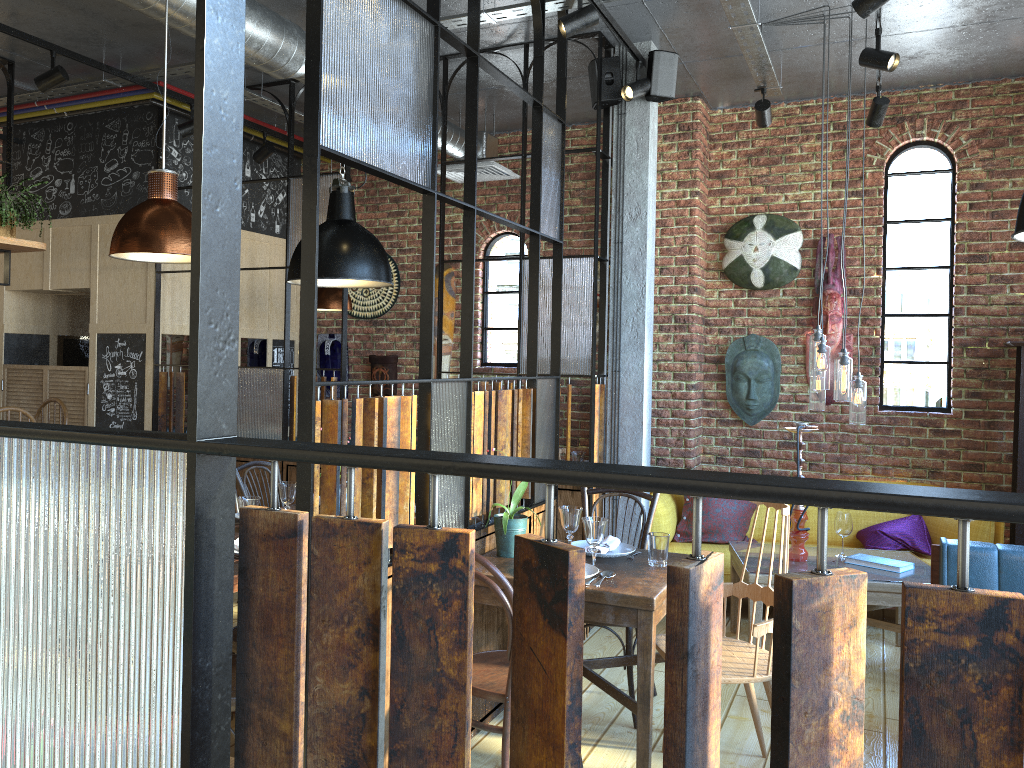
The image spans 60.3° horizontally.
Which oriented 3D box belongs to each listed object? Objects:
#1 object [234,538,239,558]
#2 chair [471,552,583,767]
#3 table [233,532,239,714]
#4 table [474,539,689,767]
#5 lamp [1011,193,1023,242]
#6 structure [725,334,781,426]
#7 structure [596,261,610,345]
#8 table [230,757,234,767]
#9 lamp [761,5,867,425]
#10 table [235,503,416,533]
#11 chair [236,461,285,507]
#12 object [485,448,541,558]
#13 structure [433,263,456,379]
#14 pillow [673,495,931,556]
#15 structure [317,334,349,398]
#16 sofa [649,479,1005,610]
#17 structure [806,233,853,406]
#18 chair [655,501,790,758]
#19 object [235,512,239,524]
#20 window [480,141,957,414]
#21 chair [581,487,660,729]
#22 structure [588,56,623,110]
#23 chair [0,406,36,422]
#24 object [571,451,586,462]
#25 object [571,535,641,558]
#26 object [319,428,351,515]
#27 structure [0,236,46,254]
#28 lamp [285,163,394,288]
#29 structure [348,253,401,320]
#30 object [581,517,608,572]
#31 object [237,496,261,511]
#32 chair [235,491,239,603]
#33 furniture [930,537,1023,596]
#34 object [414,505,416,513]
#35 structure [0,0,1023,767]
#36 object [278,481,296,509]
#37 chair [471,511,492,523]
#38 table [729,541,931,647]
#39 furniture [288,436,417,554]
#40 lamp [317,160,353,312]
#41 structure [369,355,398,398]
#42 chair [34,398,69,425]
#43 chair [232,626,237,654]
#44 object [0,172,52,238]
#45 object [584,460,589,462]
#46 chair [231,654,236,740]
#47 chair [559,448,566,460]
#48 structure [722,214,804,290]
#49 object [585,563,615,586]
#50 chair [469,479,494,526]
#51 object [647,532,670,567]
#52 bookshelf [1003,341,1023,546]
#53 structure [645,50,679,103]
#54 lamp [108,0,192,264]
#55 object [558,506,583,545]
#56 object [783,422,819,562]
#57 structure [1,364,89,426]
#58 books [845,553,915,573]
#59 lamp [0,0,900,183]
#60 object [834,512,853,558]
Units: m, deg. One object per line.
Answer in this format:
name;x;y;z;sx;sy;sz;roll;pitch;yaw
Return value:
object;-0.990;0.637;3.479;0.280;0.051;0.312;2;2;28
chair;-0.025;0.959;2.939;0.524;0.920;0.459;1;1;-44
table;-1.283;1.023;3.338;0.755;0.727;0.993;1;1;24
table;0.253;1.051;3.407;0.779;0.727;0.723;1;1;24
lamp;1.614;-1.055;2.265;0.554;1.326;0.504;1;0;42
structure;1.657;-0.028;6.083;0.381;0.639;0.100;1;0;27
structure;0.523;-0.615;6.650;0.611;0.726;0.122;1;0;26
table;-0.399;1.095;1.226;0.779;0.727;0.723;1;1;24
lamp;1.575;-0.860;4.610;0.275;2.119;0.526;1;0;-41
table;-0.863;1.005;4.345;0.755;0.727;0.993;1;1;24
chair;-1.214;0.890;4.745;0.543;0.915;0.388;1;0;29
object;0.007;0.467;3.508;0.200;0.426;0.145;1;0;-31
structure;-0.589;-0.432;7.193;0.240;1.120;0.090;1;0;26
pillow;1.776;0.806;5.494;1.530;0.453;0.391;1;1;14
structure;-1.580;-0.160;7.680;0.336;0.559;0.110;1;0;26
sofa;1.774;1.007;5.456;2.029;0.763;0.777;1;1;10
structure;2.132;-0.425;5.913;0.220;1.146;0.233;1;0;-20
chair;0.779;0.931;3.220;0.449;1.005;0.538;1;0;-5
object;-1.184;0.616;4.141;0.280;0.051;0.312;2;2;28
window;2.335;-0.550;3.226;3.384;2.429;8.669;1;1;-12
chair;0.426;0.943;3.895;0.418;0.915;0.505;1;0;19
structure;0.529;-1.712;5.023;0.184;0.268;0.166;1;0;-3
chair;-2.976;0.716;5.010;0.429;1.195;0.417;1;0;28
object;0.426;0.535;5.693;0.103;0.192;0.094;2;1;45
object;0.348;0.659;3.588;0.338;0.051;0.259;2;2;28
object;-0.856;0.429;4.331;0.143;0.431;0.208;1;0;43
structure;-4.128;0.205;4.873;1.806;2.173;2.253;1;1;24
lamp;-0.832;-1.155;4.332;0.554;1.326;0.505;1;0;37
structure;-1.250;-0.861;7.537;0.686;0.619;0.076;1;0;24
object;0.305;0.596;3.268;0.096;0.192;0.101;1;0;-18
object;-1.080;0.561;3.610;0.103;0.192;0.094;2;1;45
chair;-1.323;0.898;4.352;0.541;0.915;0.390;1;0;24
furniture;1.849;1.066;2.111;1.416;0.822;2.516;2;1;23
object;-0.583;0.620;4.438;0.280;0.051;0.312;2;2;28
structure;-2.306;-0.305;3.816;6.127;3.326;5.761;1;1;8
object;-1.035;0.550;4.064;0.103;0.192;0.094;2;1;45
chair;-0.376;0.929;3.862;0.576;0.920;0.417;2;1;41
table;1.638;1.158;4.500;0.952;0.508;0.737;1;1;10
furniture;-1.542;0.878;6.888;1.497;0.822;1.437;2;1;24
lamp;-1.361;-1.218;6.598;0.379;1.335;0.358;1;0;17
structure;-1.090;0.083;7.425;0.270;0.655;0.154;1;0;25
chair;-3.191;0.691;5.814;0.454;1.195;0.394;1;0;33
chair;-0.817;0.935;3.314;0.543;0.915;0.388;1;0;29
object;-3.067;-1.058;5.306;0.610;0.369;0.496;1;1;3
object;0.503;0.568;5.841;0.081;0.119;0.088;1;1;-35
chair;-0.863;0.946;2.853;0.543;0.915;0.388;1;0;29
chair;0.202;0.866;5.288;0.546;1.005;0.442;1;0;11
structure;1.717;-0.908;6.064;0.551;0.521;0.142;1;0;26
object;0.194;0.666;3.185;0.338;0.051;0.259;2;2;28
chair;-0.380;0.916;4.357;0.530;0.915;0.398;1;0;10
object;0.559;0.633;3.370;0.086;0.119;0.082;1;1;14
bookshelf;3.328;0.594;5.102;0.847;1.667;0.305;1;0;26
structure;0.810;-1.703;4.883;0.160;0.268;0.191;1;1;-26
lamp;-1.282;-1.130;3.257;0.367;1.335;0.369;1;0;-3
object;0.231;0.588;3.510;0.098;0.192;0.098;1;0;0
object;1.458;0.550;4.462;0.173;0.704;0.253;1;0;15
structure;-3.689;0.411;4.569;1.267;0.994;5.008;1;1;-3
books;1.839;0.896;4.416;0.153;0.028;0.286;0;2;-42
lamp;-1.793;-1.686;3.886;6.500;0.274;6.962;2;2;24
object;1.734;0.789;4.613;0.087;0.228;0.094;1;0;-28
